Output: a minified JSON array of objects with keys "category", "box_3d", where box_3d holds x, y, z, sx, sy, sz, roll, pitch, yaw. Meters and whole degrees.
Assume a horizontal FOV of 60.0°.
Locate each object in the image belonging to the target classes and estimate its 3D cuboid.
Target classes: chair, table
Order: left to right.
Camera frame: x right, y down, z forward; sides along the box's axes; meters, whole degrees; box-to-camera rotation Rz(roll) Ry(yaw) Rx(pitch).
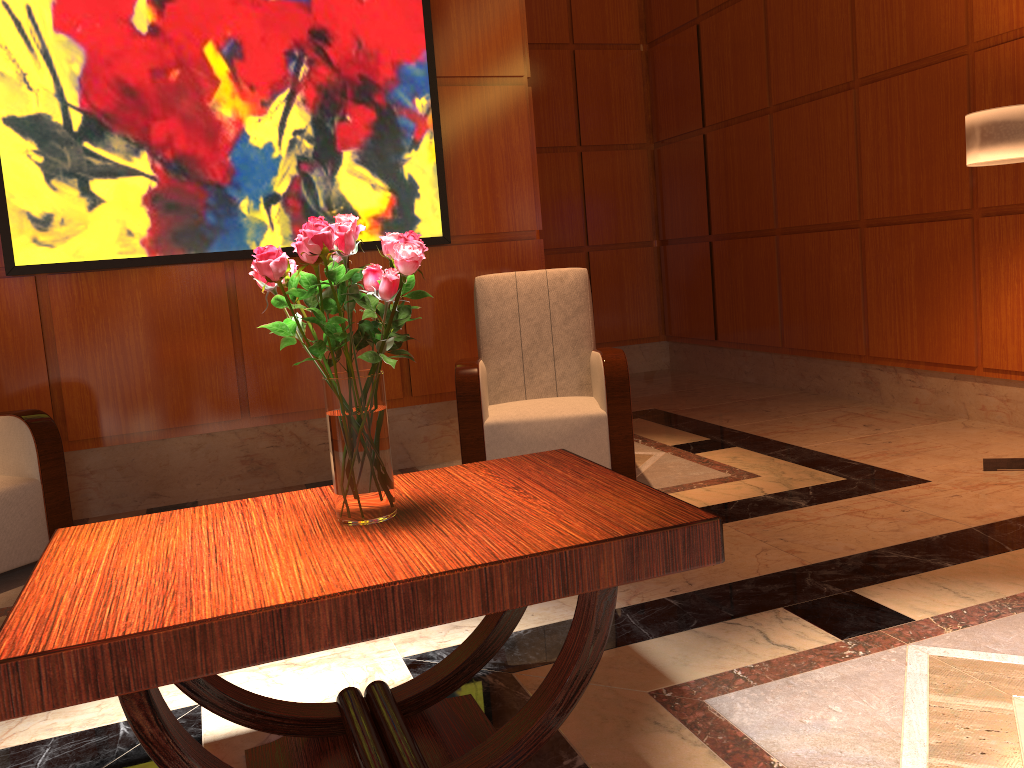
[{"category":"chair","box_3d":[-2.157,0.263,3.217,0.628,0.957,0.741,-1,7,29]},{"category":"table","box_3d":[-0.272,0.535,1.748,1.169,0.532,0.727,-7,8,-19]},{"category":"chair","box_3d":[0.125,-0.033,4.022,0.738,0.957,0.631,-5,6,0]}]

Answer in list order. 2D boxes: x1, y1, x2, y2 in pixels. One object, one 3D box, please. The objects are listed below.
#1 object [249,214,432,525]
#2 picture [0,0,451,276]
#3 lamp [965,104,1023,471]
[{"category":"object","box_3d":[-0.314,-0.030,1.726,0.350,0.593,0.328,-5,6,1]},{"category":"picture","box_3d":[-1.322,-1.447,4.085,1.999,1.730,0.057,-7,6,-19]},{"category":"lamp","box_3d":[2.049,-0.458,3.473,0.528,1.654,0.360,-8,7,-29]}]
